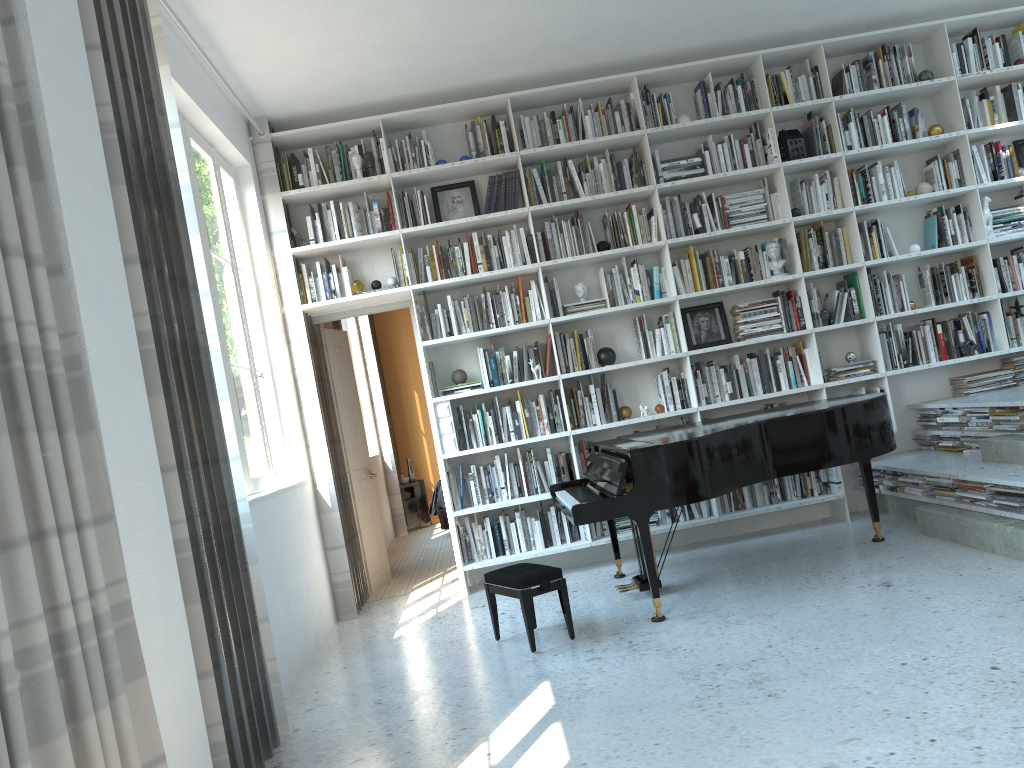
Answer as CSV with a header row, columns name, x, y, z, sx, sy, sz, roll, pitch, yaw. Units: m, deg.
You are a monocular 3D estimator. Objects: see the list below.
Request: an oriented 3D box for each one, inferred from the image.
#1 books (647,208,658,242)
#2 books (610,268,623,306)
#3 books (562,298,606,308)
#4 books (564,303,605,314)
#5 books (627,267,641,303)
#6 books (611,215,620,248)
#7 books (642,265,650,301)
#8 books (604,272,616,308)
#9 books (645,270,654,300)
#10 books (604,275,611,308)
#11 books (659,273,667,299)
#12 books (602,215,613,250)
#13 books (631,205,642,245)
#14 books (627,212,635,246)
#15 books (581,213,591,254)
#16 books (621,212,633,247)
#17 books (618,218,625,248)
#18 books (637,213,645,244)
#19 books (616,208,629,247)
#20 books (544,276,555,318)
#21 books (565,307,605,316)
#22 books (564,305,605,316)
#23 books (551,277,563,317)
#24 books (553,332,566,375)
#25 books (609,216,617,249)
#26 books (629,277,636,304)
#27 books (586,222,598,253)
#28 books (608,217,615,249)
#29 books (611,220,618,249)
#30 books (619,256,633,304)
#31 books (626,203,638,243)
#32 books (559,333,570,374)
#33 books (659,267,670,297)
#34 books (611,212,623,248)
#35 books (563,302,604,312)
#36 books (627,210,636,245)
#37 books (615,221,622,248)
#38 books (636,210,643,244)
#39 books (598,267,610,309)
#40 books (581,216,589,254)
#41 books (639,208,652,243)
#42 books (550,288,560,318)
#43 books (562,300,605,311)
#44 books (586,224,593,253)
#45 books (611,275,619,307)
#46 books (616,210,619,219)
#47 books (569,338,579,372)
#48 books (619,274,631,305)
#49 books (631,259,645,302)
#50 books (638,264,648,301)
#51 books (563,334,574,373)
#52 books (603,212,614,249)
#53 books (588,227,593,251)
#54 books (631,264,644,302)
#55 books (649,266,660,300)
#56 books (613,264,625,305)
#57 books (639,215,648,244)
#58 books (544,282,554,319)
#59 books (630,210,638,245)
name,x,y,z,sx,sy,sz,roll,pitch,yaw
books,0.936,-1.036,5.927,0.064,0.237,0.209,-10,-1,-3
books,0.695,-0.632,5.936,0.022,0.267,0.151,-10,-1,-3
books,0.473,-0.535,5.923,0.285,0.012,0.159,-10,-2,-6
books,0.479,-0.500,5.921,0.254,0.012,0.161,-10,-2,-7
books,0.816,-0.644,5.933,0.028,0.247,0.170,-10,-1,-3
books,0.685,-0.990,5.923,0.005,0.236,0.178,-10,-1,-3
books,0.884,-0.660,5.955,0.022,0.256,0.152,-10,-1,-3
books,0.649,-0.613,5.920,0.030,0.247,0.174,-10,-1,-3
books,0.911,-0.646,5.956,0.026,0.219,0.150,-10,-1,-3
books,0.630,-0.601,5.937,0.010,0.232,0.154,-10,-1,-3
books,1.000,-0.644,5.954,0.027,0.181,0.142,-10,-1,-3
books,0.643,-0.991,5.950,0.005,0.254,0.161,-10,-1,-3
books,0.823,-1.039,5.943,0.022,0.284,0.190,-10,-1,-3
books,0.788,-1.017,5.949,0.017,0.253,0.139,-10,-1,-3
books,0.487,-0.978,5.920,0.011,0.287,0.189,-10,-1,-3
books,0.765,-1.009,5.924,0.013,0.243,0.189,-10,-1,-3
books,0.721,-0.987,5.923,0.006,0.216,0.181,-10,-1,-3
books,0.854,-1.016,5.955,0.011,0.229,0.166,-10,-1,-3
books,0.737,-1.025,5.957,0.033,0.287,0.155,-10,-1,-3
books,0.252,-0.565,5.937,0.011,0.298,0.135,-10,-1,-3
books,0.483,-0.475,5.931,0.254,0.012,0.161,-10,-2,-2
books,0.481,-0.488,5.922,0.254,0.012,0.161,-10,-2,-6
books,0.304,-0.565,5.922,0.021,0.278,0.136,-10,-1,-3
books,0.317,-0.197,5.908,0.025,0.284,0.145,-10,-1,-3
books,0.666,-0.989,5.931,0.005,0.240,0.173,-10,-1,-3
books,0.794,-0.610,5.950,0.025,0.189,0.140,-10,-1,-3
books,0.535,-0.958,5.939,0.031,0.232,0.148,-10,-1,-3
books,0.661,-0.986,5.955,0.005,0.239,0.146,-10,-1,-3
books,0.676,-0.977,5.949,0.013,0.216,0.149,-10,-1,-3
books,0.765,-0.676,5.936,0.010,0.329,0.173,-10,-1,-3
books,0.805,-1.046,5.946,0.006,0.303,0.165,-10,-1,-3
books,0.342,-0.197,5.914,0.026,0.275,0.154,-10,-1,-3
books,1.023,-0.666,5.958,0.026,0.217,0.126,-10,-1,-3
books,0.708,-1.009,5.956,0.009,0.266,0.149,-10,-1,-3
books,0.477,-0.512,5.925,0.254,0.012,0.161,-10,-2,-5
books,0.798,-1.025,5.949,0.004,0.265,0.142,-10,-1,-3
books,0.704,-0.975,5.946,0.011,0.200,0.162,-10,-1,-3
books,0.841,-1.028,5.951,0.010,0.257,0.140,-10,-1,-3
books,0.614,-0.626,5.924,0.012,0.285,0.159,-10,-1,-3
books,0.479,-0.975,5.938,0.004,0.284,0.167,-10,-1,-3
books,0.891,-1.037,5.947,0.022,0.257,0.155,-10,-1,-3
books,0.283,-0.526,5.926,0.034,0.209,0.136,-10,-1,-3
books,0.475,-0.523,5.927,0.285,0.012,0.159,-10,-2,0
books,0.512,-0.947,5.947,0.012,0.218,0.151,-10,-1,-3
books,0.676,-0.607,5.950,0.024,0.227,0.137,-10,-1,-3
books,0.721,-1.016,5.946,0.005,0.275,0.157,-10,-1,-3
books,0.407,-0.185,5.913,0.025,0.228,0.153,-10,-1,-3
books,0.746,-0.619,5.942,0.048,0.224,0.149,-10,-1,-3
books,0.842,-0.676,5.933,0.011,0.300,0.178,-10,-1,-3
books,0.862,-0.659,5.934,0.023,0.259,0.170,-10,-1,-3
books,0.374,-0.197,5.908,0.036,0.263,0.166,-10,-1,-3
books,0.649,-1.002,5.959,0.012,0.276,0.129,-10,-1,-3
books,0.521,-0.944,5.946,0.004,0.209,0.132,-10,-1,-3
books,0.834,-0.657,5.923,0.012,0.265,0.193,-10,-1,-3
books,0.953,-0.659,5.935,0.060,0.227,0.179,-10,-1,-3
books,0.711,-0.644,5.925,0.012,0.286,0.167,-10,-1,-3
books,0.872,-1.012,5.955,0.024,0.216,0.142,-10,-1,-3
books,0.240,-0.543,5.918,0.024,0.257,0.134,-10,-1,-3
books,0.804,-1.020,5.943,0.006,0.253,0.180,-10,-1,-3
